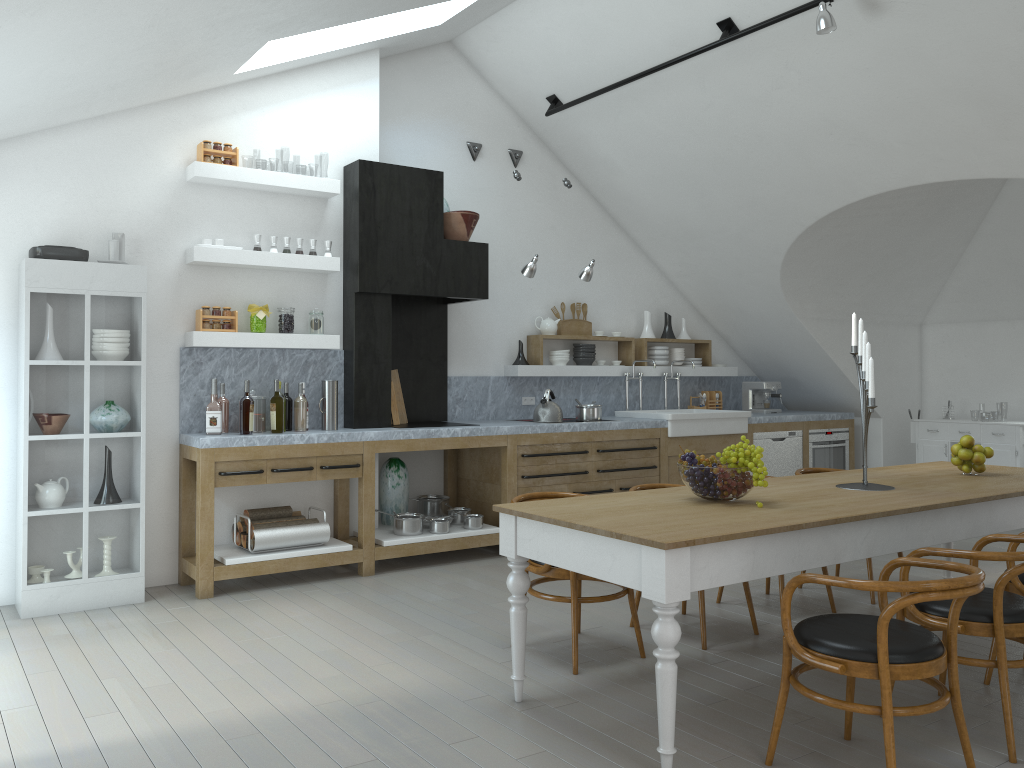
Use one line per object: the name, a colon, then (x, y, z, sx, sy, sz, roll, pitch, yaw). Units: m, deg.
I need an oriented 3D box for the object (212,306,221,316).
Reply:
object: (-1.923, -0.469, 5.768, 0.058, 0.075, 0.058, 0, -1, -11)

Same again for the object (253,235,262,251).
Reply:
object: (-1.698, -0.934, 5.912, 0.067, 0.124, 0.064, 1, -1, -41)

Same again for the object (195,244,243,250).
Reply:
object: (-1.909, -0.881, 5.771, 0.295, 0.025, 0.113, 0, 0, -34)

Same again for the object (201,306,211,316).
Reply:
object: (-1.979, -0.469, 5.730, 0.058, 0.075, 0.058, 0, -1, -11)

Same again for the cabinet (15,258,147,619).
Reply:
cabinet: (-2.532, 0.292, 5.216, 0.641, 1.991, 0.361, 1, -1, -35)

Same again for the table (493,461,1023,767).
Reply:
table: (1.588, 0.893, 4.180, 3.348, 0.799, 1.018, 0, 0, -34)

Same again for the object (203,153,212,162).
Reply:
object: (-1.980, -1.457, 5.752, 0.058, 0.075, 0.058, 0, -1, -11)

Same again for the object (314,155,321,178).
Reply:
object: (-1.349, -1.500, 6.167, 0.054, 0.179, 0.054, -1, -1, 32)

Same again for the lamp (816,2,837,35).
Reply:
lamp: (1.792, -2.092, 5.052, 0.112, 0.175, 0.114, 0, -1, 19)

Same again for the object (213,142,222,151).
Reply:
object: (-1.924, -1.544, 5.791, 0.058, 0.075, 0.058, 0, -1, -11)

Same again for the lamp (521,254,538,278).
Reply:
lamp: (0.133, -0.902, 6.816, 0.115, 0.178, 0.164, 0, -1, -16)

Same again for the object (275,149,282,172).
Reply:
object: (-1.578, -1.499, 6.011, 0.054, 0.179, 0.054, -1, -1, 32)

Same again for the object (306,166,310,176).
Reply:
object: (-1.426, -1.457, 6.169, 0.094, 0.093, 0.093, 0, 0, -2)

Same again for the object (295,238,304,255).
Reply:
object: (-1.456, -0.936, 6.075, 0.067, 0.124, 0.064, 1, -1, -41)

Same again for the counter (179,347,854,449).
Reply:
counter: (0.580, 0.056, 7.560, 6.574, 0.620, 0.961, 0, 0, -34)

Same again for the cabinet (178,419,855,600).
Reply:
cabinet: (0.532, 0.877, 7.482, 6.427, 1.022, 1.003, 0, 0, -34)

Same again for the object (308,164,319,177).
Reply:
object: (-1.367, -1.459, 6.099, 0.071, 0.099, 0.071, 0, -1, 20)

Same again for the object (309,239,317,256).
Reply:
object: (-1.374, -0.936, 6.120, 0.067, 0.124, 0.064, 1, -1, -41)

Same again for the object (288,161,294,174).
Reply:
object: (-1.531, -1.462, 6.058, 0.082, 0.105, 0.081, 0, -1, 24)

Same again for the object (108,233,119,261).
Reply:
object: (-2.376, -0.803, 5.289, 0.054, 0.196, 0.054, 0, -1, -9)

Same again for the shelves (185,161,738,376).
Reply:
shelves: (0.034, -0.746, 7.475, 5.549, 1.362, 0.480, 0, -1, -40)

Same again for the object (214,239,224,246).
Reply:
object: (-1.909, -0.909, 5.772, 0.054, 0.071, 0.054, 0, -1, -35)

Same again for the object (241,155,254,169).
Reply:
object: (-1.761, -1.461, 5.902, 0.082, 0.105, 0.081, 0, -1, 24)

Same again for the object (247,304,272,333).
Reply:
object: (-1.695, -0.435, 5.900, 0.163, 0.199, 0.128, 0, -1, -40)

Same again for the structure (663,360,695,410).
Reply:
structure: (1.618, 0.040, 8.403, 0.332, 0.530, 0.214, -1, -1, 36)

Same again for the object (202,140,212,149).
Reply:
object: (-1.980, -1.544, 5.754, 0.058, 0.075, 0.058, 0, -1, -11)

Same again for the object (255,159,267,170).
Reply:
object: (-1.677, -1.451, 5.923, 0.077, 0.085, 0.077, 0, 0, -2)

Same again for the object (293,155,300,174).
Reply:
object: (-1.490, -1.495, 6.130, 0.048, 0.169, 0.048, 1, -1, -26)

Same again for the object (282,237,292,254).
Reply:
object: (-1.527, -0.935, 6.010, 0.067, 0.124, 0.064, 1, -1, -41)

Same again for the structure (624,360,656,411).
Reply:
structure: (1.215, 0.043, 8.128, 0.332, 0.530, 0.214, -1, -1, 36)

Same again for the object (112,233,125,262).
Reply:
object: (-2.393, -0.811, 5.395, 0.071, 0.211, 0.072, 0, -1, -11)

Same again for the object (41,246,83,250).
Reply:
object: (-2.640, -0.725, 5.164, 0.238, 0.119, 0.238, 0, 0, -34)

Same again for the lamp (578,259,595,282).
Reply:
lamp: (0.613, -0.909, 7.138, 0.112, 0.176, 0.169, 1, -1, -42)

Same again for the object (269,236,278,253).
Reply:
object: (-1.606, -0.935, 5.974, 0.067, 0.124, 0.064, 1, -1, -41)

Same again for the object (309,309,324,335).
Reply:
object: (-1.355, -0.427, 6.137, 0.103, 0.178, 0.207, 0, 0, -12)

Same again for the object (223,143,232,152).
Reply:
object: (-1.869, -1.544, 5.829, 0.058, 0.075, 0.058, 0, -1, -11)

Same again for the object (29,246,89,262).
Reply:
object: (-2.640, -0.715, 5.163, 0.298, 0.119, 0.298, 0, 0, -34)

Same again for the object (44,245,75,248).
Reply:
object: (-2.640, -0.734, 5.164, 0.170, 0.119, 0.170, 0, 0, -34)

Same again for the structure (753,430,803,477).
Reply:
structure: (2.322, 0.852, 8.506, 0.724, 0.823, 0.598, 0, -1, -34)

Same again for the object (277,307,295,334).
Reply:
object: (-1.532, -0.429, 6.014, 0.120, 0.183, 0.120, 0, -1, -19)

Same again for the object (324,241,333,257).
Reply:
object: (-1.282, -0.937, 6.183, 0.067, 0.124, 0.064, 1, -1, -41)

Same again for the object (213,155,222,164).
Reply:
object: (-1.924, -1.458, 5.789, 0.058, 0.075, 0.058, 0, -1, -11)

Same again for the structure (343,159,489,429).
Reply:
structure: (-0.810, -0.631, 6.739, 1.075, 1.886, 0.780, 1, -1, -34)

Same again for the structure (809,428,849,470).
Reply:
structure: (2.949, 0.753, 8.930, 0.632, 0.637, 0.630, 0, 0, -34)

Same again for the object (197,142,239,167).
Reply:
object: (-1.922, -1.482, 5.790, 0.237, 0.146, 0.120, 0, 0, -34)

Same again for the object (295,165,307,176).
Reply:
object: (-1.447, -1.453, 6.079, 0.077, 0.085, 0.077, 0, 0, -2)

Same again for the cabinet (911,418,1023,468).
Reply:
cabinet: (4.393, 0.745, 8.426, 0.497, 0.789, 1.134, 0, 0, -34)

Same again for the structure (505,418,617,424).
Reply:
structure: (0.408, 0.322, 7.354, 0.737, 0.041, 0.647, 0, 1, -34)

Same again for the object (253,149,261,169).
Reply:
object: (-1.720, -1.493, 5.974, 0.048, 0.169, 0.048, 1, -1, -26)

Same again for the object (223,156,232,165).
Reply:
object: (-1.869, -1.458, 5.827, 0.058, 0.075, 0.058, 0, -1, -11)

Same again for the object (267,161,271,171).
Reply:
object: (-1.655, -1.456, 6.013, 0.094, 0.093, 0.093, 0, 0, -2)

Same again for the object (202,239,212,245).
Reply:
object: (-1.971, -0.903, 5.732, 0.058, 0.061, 0.057, 0, -1, -35)

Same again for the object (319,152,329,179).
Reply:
object: (-1.299, -1.504, 6.127, 0.063, 0.187, 0.063, -1, -1, 24)

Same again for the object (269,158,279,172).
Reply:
object: (-1.596, -1.458, 5.943, 0.071, 0.099, 0.071, 0, -1, 20)

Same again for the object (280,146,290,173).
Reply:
object: (-1.529, -1.502, 5.971, 0.063, 0.187, 0.063, -1, -1, 24)

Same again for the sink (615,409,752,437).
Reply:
sink: (1.544, 0.346, 8.006, 1.020, 0.202, 0.727, 0, 0, -34)

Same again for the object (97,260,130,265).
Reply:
object: (-2.386, -0.713, 5.341, 0.150, 0.025, 0.295, 0, 0, -10)
